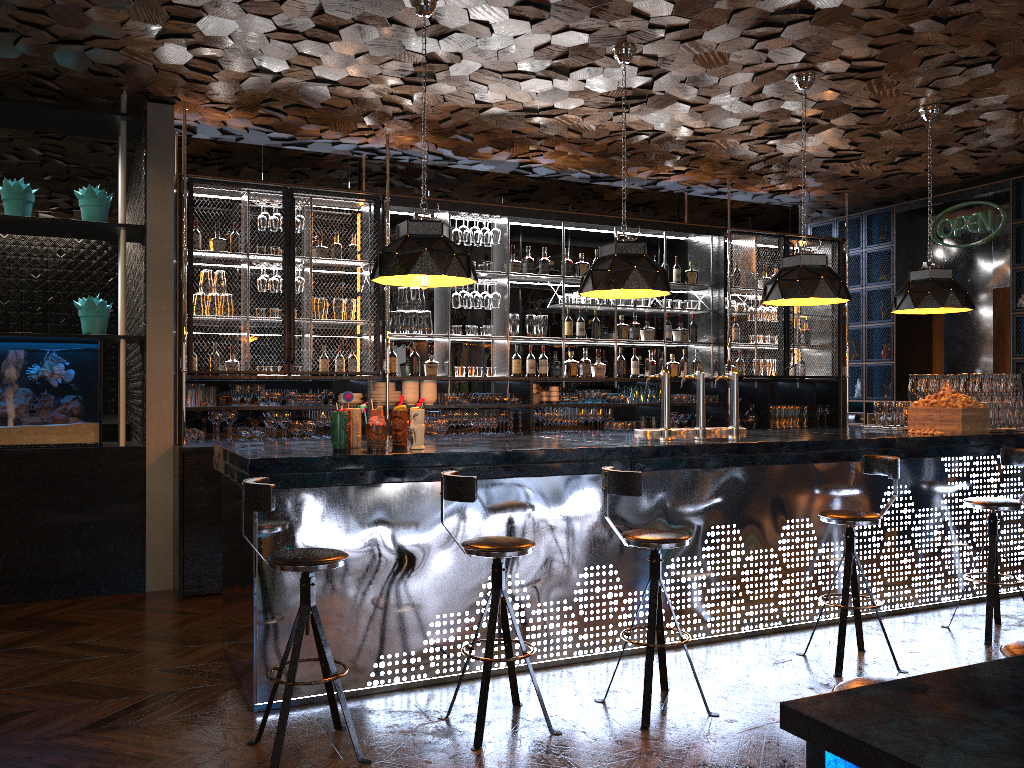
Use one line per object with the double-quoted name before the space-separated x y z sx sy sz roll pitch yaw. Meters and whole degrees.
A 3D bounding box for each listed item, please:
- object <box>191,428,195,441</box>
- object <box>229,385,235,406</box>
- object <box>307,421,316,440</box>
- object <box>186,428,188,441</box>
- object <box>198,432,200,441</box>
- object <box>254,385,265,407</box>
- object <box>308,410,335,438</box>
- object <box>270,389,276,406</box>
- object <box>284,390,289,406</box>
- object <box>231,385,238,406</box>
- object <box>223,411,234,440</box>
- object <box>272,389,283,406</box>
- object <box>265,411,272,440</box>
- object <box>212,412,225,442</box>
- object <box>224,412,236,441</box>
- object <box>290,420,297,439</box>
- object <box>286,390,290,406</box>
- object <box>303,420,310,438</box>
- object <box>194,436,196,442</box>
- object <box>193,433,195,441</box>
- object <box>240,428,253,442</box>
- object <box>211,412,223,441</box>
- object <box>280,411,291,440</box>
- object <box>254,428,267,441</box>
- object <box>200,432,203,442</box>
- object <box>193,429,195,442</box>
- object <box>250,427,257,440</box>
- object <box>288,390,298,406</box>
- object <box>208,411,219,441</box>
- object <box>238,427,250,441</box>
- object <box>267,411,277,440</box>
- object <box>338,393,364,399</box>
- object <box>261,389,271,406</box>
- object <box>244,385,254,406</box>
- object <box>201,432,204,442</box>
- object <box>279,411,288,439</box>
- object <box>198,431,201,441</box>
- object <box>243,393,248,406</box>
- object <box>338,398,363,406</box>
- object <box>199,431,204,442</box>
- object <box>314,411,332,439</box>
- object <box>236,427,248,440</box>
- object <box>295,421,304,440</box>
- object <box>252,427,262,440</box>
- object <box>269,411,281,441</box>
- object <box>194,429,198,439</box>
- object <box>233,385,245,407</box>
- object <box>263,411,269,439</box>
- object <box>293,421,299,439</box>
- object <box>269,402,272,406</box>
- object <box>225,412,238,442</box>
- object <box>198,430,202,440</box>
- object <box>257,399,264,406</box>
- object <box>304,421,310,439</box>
"object" -2.489 0.396 6.930 0.031 0.098 0.031 0 0 21
"object" -2.207 0.090 7.048 0.087 0.170 0.087 0 0 25
"object" -1.612 0.372 7.130 0.074 0.146 0.065 0 0 -31
"object" -2.529 0.396 6.923 0.033 0.101 0.033 0 0 4
"object" -2.447 0.406 6.950 0.034 0.080 0.034 0 0 -16
"object" -1.963 0.090 6.890 0.087 0.170 0.087 0 0 25
"object" -1.509 0.334 7.443 0.376 0.227 0.186 0 0 -27
"object" -1.900 0.110 7.085 0.081 0.132 0.081 0 0 36
"object" -1.808 0.111 7.175 0.074 0.131 0.074 0 0 -13
"object" -2.156 0.090 6.942 0.087 0.170 0.087 0 0 25
"object" -2.249 0.331 7.024 0.091 0.227 0.091 0 0 27
"object" -1.845 0.109 6.978 0.081 0.132 0.081 0 0 36
"object" -1.935 0.330 7.103 0.077 0.229 0.088 0 0 -10
"object" -2.245 0.329 6.783 0.091 0.227 0.091 0 0 27
"object" -2.202 0.330 6.916 0.091 0.227 0.091 0 0 28
"object" -1.784 0.373 7.265 0.065 0.146 0.074 0 0 4
"object" -1.770 0.111 7.097 0.074 0.131 0.074 0 0 -13
"object" -1.699 0.373 7.320 0.074 0.146 0.065 0 0 -3
"object" -2.423 0.396 6.797 0.031 0.098 0.031 0 0 26
"object" -2.456 0.396 6.865 0.031 0.098 0.031 0 0 -4
"object" -2.058 0.392 6.867 0.093 0.101 0.093 0 0 32
"object" -2.289 0.330 6.882 0.091 0.227 0.091 0 0 14
"object" -1.804 0.330 7.070 0.088 0.229 0.077 0 0 -26
"object" -1.960 0.393 6.915 0.093 0.101 0.093 0 0 27
"object" -2.372 0.405 6.793 0.034 0.080 0.034 0 0 31
"object" -2.440 0.396 6.827 0.031 0.098 0.031 0 0 20
"object" -2.050 0.394 7.101 0.093 0.101 0.093 0 0 -11
"object" -1.735 0.110 7.017 0.074 0.131 0.074 0 0 -13
"object" -2.354 0.330 7.000 0.091 0.227 0.091 0 0 -22
"object" -2.103 0.393 6.963 0.093 0.101 0.093 0 0 25
"object" -1.897 0.330 7.031 0.077 0.229 0.088 0 0 24
"object" -1.325 0.105 7.287 0.211 0.060 0.209 0 0 19
"object" -1.942 0.109 6.989 0.081 0.132 0.081 0 0 36
"object" -2.058 0.090 6.946 0.087 0.170 0.087 0 0 25
"object" -2.350 0.405 6.749 0.034 0.080 0.034 0 0 29
"object" -1.854 0.331 7.183 0.088 0.229 0.077 0 0 -24
"object" -2.426 0.406 6.910 0.034 0.080 0.034 0 0 -26
"object" -2.121 0.091 7.076 0.087 0.170 0.087 0 0 25
"object" -1.326 0.146 7.286 0.209 0.060 0.211 0 0 24
"object" -2.390 0.405 6.829 0.034 0.080 0.034 0 0 -17
"object" -1.424 0.333 7.266 0.376 0.227 0.186 0 0 -27
"object" -2.147 0.393 7.058 0.093 0.101 0.093 0 0 -39
"object" -1.696 0.372 7.084 0.065 0.146 0.074 0 0 41
"object" -2.011 0.393 7.008 0.093 0.101 0.093 0 0 -5
"object" -1.858 0.330 6.948 0.088 0.229 0.077 0 0 -12
"object" -2.409 0.396 6.759 0.031 0.098 0.031 0 0 38
"object" -2.105 0.089 6.835 0.087 0.170 0.087 0 0 25
"object" -1.974 0.331 7.187 0.088 0.229 0.077 0 0 39
"object" -1.742 0.372 7.177 0.065 0.146 0.074 0 0 -13
"object" -1.952 0.110 7.203 0.081 0.132 0.081 0 0 36
"object" -2.159 0.330 6.822 0.091 0.227 0.091 0 0 -3
"object" -2.465 0.406 6.992 0.034 0.080 0.034 0 0 -16
"object" -2.006 0.110 7.121 0.081 0.132 0.081 0 0 36
"object" -1.659 0.373 7.226 0.065 0.146 0.074 0 0 -3
